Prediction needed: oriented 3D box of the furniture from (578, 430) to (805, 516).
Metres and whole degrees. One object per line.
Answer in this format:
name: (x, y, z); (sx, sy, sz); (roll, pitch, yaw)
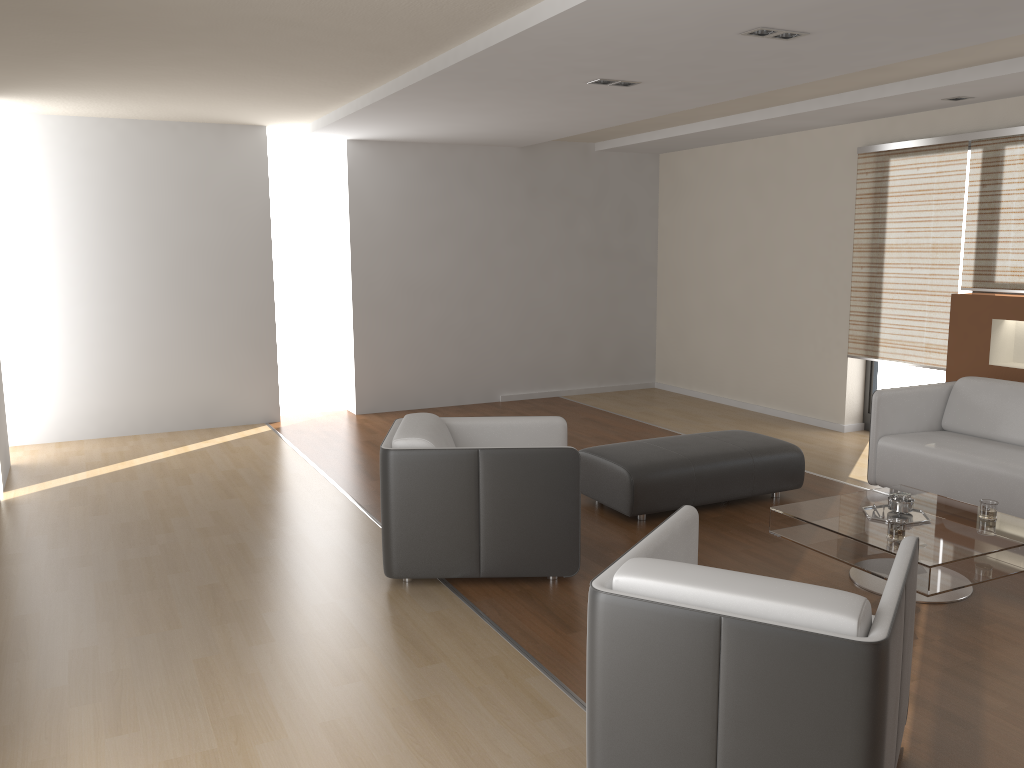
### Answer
furniture: (1.094, 0.512, 5.486); (1.291, 0.301, 0.685); (-5, 10, -26)

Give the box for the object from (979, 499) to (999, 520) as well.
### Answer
object: (2.203, 0.581, 4.101); (0.079, 0.077, 0.079); (-7, 11, -37)

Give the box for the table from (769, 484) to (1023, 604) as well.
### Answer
table: (1.853, 0.772, 4.114); (0.900, 0.300, 0.900); (-5, 10, -26)

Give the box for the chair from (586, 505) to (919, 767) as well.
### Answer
chair: (0.735, 0.808, 2.618); (0.767, 0.706, 0.919); (4, 10, 28)

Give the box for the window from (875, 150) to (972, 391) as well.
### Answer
window: (3.218, -0.739, 6.896); (0.010, 2.093, 0.889); (-5, 10, -26)

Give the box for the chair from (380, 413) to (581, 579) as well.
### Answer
chair: (-0.152, 0.512, 4.403); (0.919, 0.661, 0.767); (-1, 9, -1)

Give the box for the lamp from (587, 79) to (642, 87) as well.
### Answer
lamp: (0.605, -1.824, 5.248); (0.291, 0.087, 0.146); (-5, 10, -26)

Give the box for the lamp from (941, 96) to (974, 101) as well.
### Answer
lamp: (2.976, -1.945, 5.916); (0.146, 0.087, 0.146); (-5, 10, -26)

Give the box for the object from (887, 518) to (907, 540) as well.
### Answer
object: (1.661, 0.627, 3.830); (0.079, 0.077, 0.079); (-7, 11, -37)

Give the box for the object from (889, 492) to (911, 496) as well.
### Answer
object: (1.940, 0.556, 4.425); (0.158, 0.029, 0.064); (-9, 12, -44)

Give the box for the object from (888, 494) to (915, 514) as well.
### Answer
object: (1.836, 0.567, 4.189); (0.118, 0.079, 0.117); (-3, 9, -19)

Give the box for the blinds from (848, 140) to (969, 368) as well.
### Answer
blinds: (2.972, -0.970, 6.738); (0.001, 1.635, 0.980); (-5, 10, -26)

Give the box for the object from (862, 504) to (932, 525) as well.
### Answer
object: (1.795, 0.610, 4.148); (0.315, 0.011, 0.273); (-3, 9, -19)

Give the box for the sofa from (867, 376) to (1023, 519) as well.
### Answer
sofa: (3.134, 0.435, 4.754); (0.919, 0.661, 2.238); (-5, 10, -26)

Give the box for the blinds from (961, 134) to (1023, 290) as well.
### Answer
blinds: (3.511, -1.096, 5.604); (0.001, 1.044, 1.432); (-5, 10, -26)

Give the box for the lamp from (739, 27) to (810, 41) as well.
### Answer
lamp: (1.202, -1.642, 4.051); (0.291, 0.087, 0.146); (-5, 10, -26)

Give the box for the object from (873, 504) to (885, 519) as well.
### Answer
object: (1.728, 0.594, 4.159); (0.051, 0.035, 0.147); (2, 9, 15)
